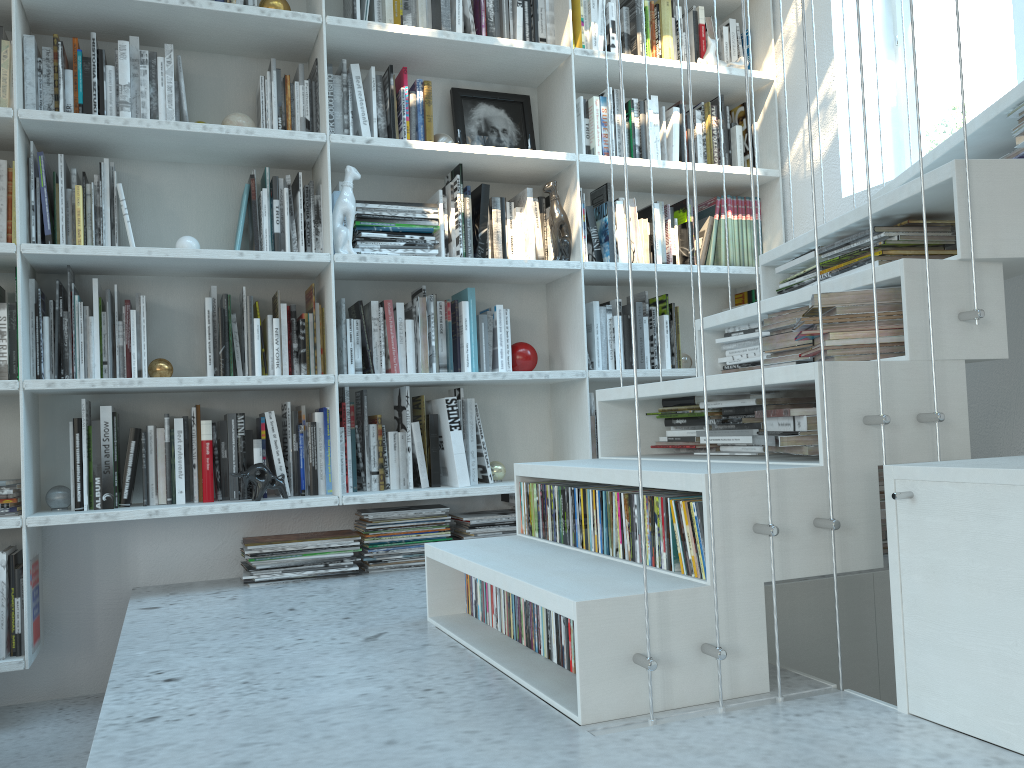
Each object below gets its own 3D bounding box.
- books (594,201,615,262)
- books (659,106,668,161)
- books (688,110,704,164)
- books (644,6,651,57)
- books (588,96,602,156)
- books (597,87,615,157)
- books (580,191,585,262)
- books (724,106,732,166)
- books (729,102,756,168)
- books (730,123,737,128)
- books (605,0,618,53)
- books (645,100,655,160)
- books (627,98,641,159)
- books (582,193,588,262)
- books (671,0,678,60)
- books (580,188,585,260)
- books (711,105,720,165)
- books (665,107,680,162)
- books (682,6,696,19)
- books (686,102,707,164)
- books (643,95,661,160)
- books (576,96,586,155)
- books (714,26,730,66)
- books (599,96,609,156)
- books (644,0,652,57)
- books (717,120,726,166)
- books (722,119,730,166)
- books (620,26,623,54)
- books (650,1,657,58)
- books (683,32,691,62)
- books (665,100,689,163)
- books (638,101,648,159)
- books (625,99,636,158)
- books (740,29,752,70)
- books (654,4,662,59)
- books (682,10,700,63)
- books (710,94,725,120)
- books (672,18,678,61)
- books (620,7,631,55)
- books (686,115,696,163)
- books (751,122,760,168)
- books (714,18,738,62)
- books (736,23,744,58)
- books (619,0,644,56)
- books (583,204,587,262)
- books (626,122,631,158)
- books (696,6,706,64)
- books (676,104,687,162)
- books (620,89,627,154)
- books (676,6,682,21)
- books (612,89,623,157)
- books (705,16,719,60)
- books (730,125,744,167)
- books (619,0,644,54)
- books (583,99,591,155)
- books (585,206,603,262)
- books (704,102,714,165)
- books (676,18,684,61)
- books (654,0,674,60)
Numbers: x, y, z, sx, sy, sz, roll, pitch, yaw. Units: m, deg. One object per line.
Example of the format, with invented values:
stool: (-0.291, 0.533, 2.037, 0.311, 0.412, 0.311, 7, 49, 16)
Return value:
books: (0.324, -0.525, 3.242, 0.022, 0.243, 0.171, -2, -3, -21)
books: (0.542, -0.902, 3.371, 0.012, 0.254, 0.161, -2, -3, -21)
books: (0.682, -0.905, 3.420, 0.025, 0.252, 0.160, -2, -3, -21)
books: (0.456, -1.247, 3.264, 0.014, 0.206, 0.184, -2, -3, -21)
books: (0.273, -0.895, 3.236, 0.023, 0.247, 0.182, -2, -3, -21)
books: (0.325, -0.915, 3.254, 0.014, 0.285, 0.185, -2, -3, -21)
books: (0.211, -0.540, 3.203, 0.025, 0.277, 0.160, -2, -3, -21)
books: (0.808, -0.923, 3.469, 0.013, 0.283, 0.149, -2, -3, -21)
books: (0.882, -0.930, 3.486, 0.042, 0.292, 0.186, -2, -3, -21)
books: (0.846, -0.896, 3.502, 0.024, 0.230, 0.131, -2, -3, -21)
books: (0.336, -1.273, 3.223, 0.023, 0.263, 0.158, -2, -3, -21)
books: (0.479, -0.906, 3.326, 0.022, 0.262, 0.172, -2, -3, -21)
books: (0.430, -0.909, 3.320, 0.025, 0.270, 0.152, -2, -3, -21)
books: (0.236, -0.540, 3.239, 0.010, 0.279, 0.147, -2, -3, -21)
books: (0.584, -1.291, 3.396, 0.010, 0.295, 0.165, -2, -3, -21)
books: (0.221, -0.547, 3.223, 0.010, 0.293, 0.164, -2, -3, -21)
books: (0.736, -0.915, 3.425, 0.028, 0.268, 0.173, -2, -3, -21)
books: (0.576, -0.900, 3.362, 0.045, 0.245, 0.177, -2, -3, -21)
books: (0.677, -1.292, 3.447, 0.011, 0.294, 0.151, -2, -3, -21)
books: (0.702, -0.921, 3.419, 0.012, 0.283, 0.151, -2, -3, -21)
books: (0.501, -0.917, 3.340, 0.030, 0.283, 0.166, -2, -3, -21)
books: (0.226, -0.896, 3.234, 0.012, 0.254, 0.161, -2, -3, -21)
books: (0.788, -1.255, 3.469, 0.023, 0.213, 0.181, -2, -3, -21)
books: (0.302, -0.899, 3.259, 0.026, 0.256, 0.173, -2, -3, -21)
books: (0.469, -1.266, 3.277, 0.022, 0.242, 0.144, -2, -3, -21)
books: (0.762, -0.887, 3.432, 0.025, 0.211, 0.188, -2, -3, -21)
books: (0.782, -0.891, 3.450, 0.025, 0.220, 0.177, -2, -3, -21)
books: (0.351, -1.239, 3.271, 0.038, 0.199, 0.170, -2, -3, -21)
books: (0.485, -1.264, 3.283, 0.012, 0.237, 0.166, -2, -3, -21)
books: (0.638, -1.235, 3.427, 0.034, 0.182, 0.156, -2, -3, -21)
books: (0.629, -0.923, 3.411, 0.024, 0.291, 0.132, -2, -3, -21)
books: (0.456, -0.904, 3.319, 0.024, 0.259, 0.156, -2, -3, -21)
books: (0.415, -0.903, 3.304, 0.013, 0.260, 0.158, -2, -3, -21)
books: (0.892, -1.259, 3.501, 0.011, 0.216, 0.170, -2, -3, -21)
books: (0.501, -1.257, 3.278, 0.013, 0.222, 0.174, -2, -3, -21)
books: (0.670, -1.276, 3.420, 0.022, 0.261, 0.160, -2, -3, -21)
books: (0.792, -0.946, 3.473, 0.013, 0.330, 0.140, -2, -3, -21)
books: (0.573, -1.254, 3.381, 0.023, 0.220, 0.171, -2, -3, -21)
books: (0.392, -1.248, 3.251, 0.025, 0.211, 0.135, -2, -3, -21)
books: (0.654, -0.896, 3.420, 0.028, 0.237, 0.146, -2, -3, -21)
books: (0.913, -0.894, 3.497, 0.021, 0.219, 0.184, -2, -3, -21)
books: (0.828, -1.277, 3.497, 0.029, 0.258, 0.163, -2, -3, -21)
books: (0.861, -1.272, 3.509, 0.040, 0.246, 0.160, -2, -3, -21)
books: (0.420, -1.271, 3.243, 0.023, 0.253, 0.189, -2, -3, -21)
books: (0.232, -0.520, 3.226, 0.010, 0.238, 0.147, -2, -3, -21)
books: (0.394, -0.862, 3.308, 0.027, 0.179, 0.157, -2, -3, -21)
books: (0.697, -1.289, 3.443, 0.023, 0.287, 0.163, -2, -3, -21)
books: (0.605, -0.907, 3.380, 0.023, 0.258, 0.184, -2, -3, -21)
books: (0.379, -0.919, 3.290, 0.012, 0.292, 0.165, -2, -3, -21)
books: (0.609, -1.284, 3.418, 0.024, 0.281, 0.153, -2, -3, -21)
books: (0.359, -0.920, 3.295, 0.022, 0.297, 0.162, -2, -3, -21)
books: (0.743, -1.274, 3.456, 0.070, 0.254, 0.154, -2, -3, -21)
books: (0.835, -0.881, 3.460, 0.029, 0.195, 0.192, -2, -3, -21)
books: (0.439, -1.293, 3.256, 0.022, 0.296, 0.152, -2, -3, -21)
books: (0.240, -0.893, 3.253, 0.026, 0.250, 0.161, -2, -3, -21)
books: (0.273, -0.519, 3.252, 0.066, 0.236, 0.144, -2, -3, -21)
books: (0.715, -0.919, 3.420, 0.013, 0.277, 0.188, -2, -3, -21)
books: (0.602, -1.251, 3.387, 0.013, 0.212, 0.187, -2, -3, -21)
books: (0.518, -1.266, 3.309, 0.042, 0.242, 0.248, -2, -3, -21)
